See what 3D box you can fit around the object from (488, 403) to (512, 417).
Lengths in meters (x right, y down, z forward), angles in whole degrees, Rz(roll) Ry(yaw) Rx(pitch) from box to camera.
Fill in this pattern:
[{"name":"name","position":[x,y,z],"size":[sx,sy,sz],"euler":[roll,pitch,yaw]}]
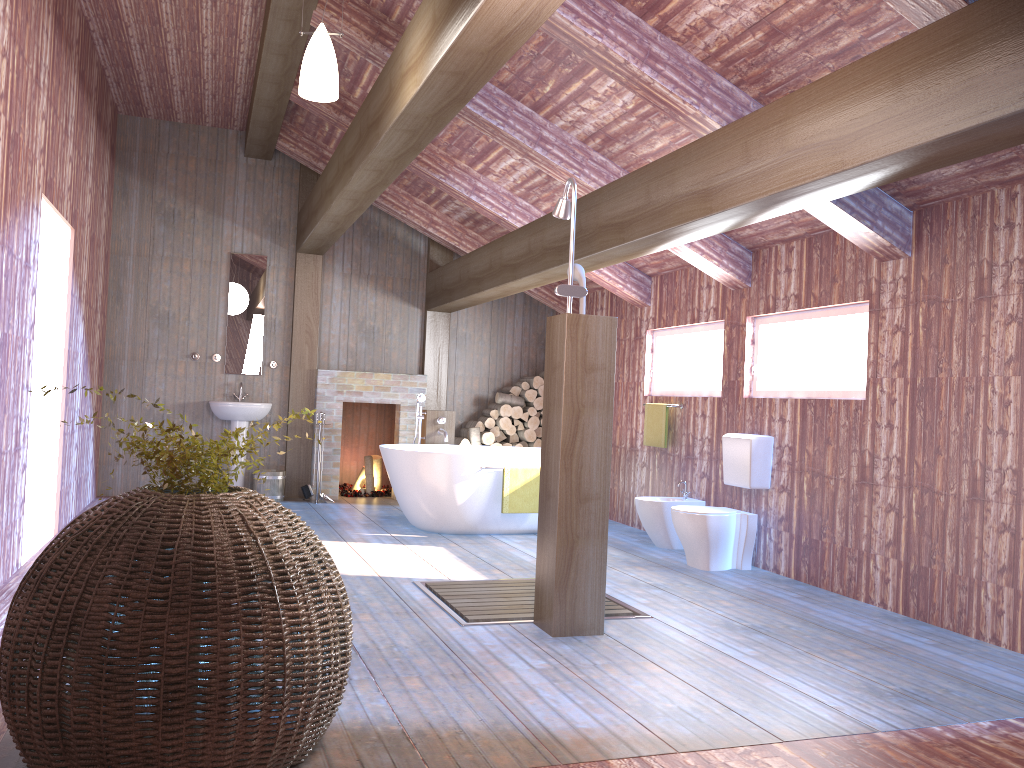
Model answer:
[{"name":"object","position":[-0.130,0.275,9.425],"size":[0.135,0.145,0.439],"euler":[3,-1,-19]}]

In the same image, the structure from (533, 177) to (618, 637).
[{"name":"structure","position":[0.315,0.070,4.307],"size":[0.328,2.209,0.522],"euler":[3,-1,1]}]

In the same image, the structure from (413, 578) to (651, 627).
[{"name":"structure","position":[0.065,1.184,4.789],"size":[1.000,0.067,1.000],"euler":[3,-1,-20]}]

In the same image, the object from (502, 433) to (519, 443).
[{"name":"object","position":[-0.027,0.576,9.561],"size":[0.104,0.127,0.321],"euler":[3,-1,-19]}]

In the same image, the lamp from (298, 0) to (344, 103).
[{"name":"lamp","position":[-0.838,-1.780,3.951],"size":[0.174,1.001,0.174],"euler":[4,-2,-39]}]

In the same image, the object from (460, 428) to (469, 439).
[{"name":"object","position":[-0.462,0.528,9.418],"size":[0.108,0.113,0.302],"euler":[3,-1,-19]}]

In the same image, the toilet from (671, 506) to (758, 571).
[{"name":"toilet","position":[1.331,1.048,6.022],"size":[0.534,0.400,0.375],"euler":[3,-1,-19]}]

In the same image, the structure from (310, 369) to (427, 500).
[{"name":"structure","position":[-1.477,0.540,9.130],"size":[1.130,1.330,0.226],"euler":[3,-1,-20]}]

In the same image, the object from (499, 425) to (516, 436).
[{"name":"object","position":[-0.056,0.480,9.442],"size":[0.115,0.123,0.291],"euler":[3,-1,-18]}]

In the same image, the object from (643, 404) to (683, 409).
[{"name":"object","position":[1.245,0.180,7.414],"size":[0.091,0.043,0.581],"euler":[3,-1,-19]}]

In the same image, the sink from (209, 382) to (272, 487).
[{"name":"sink","position":[-2.638,0.552,8.572],"size":[0.582,1.143,0.475],"euler":[3,-1,-20]}]

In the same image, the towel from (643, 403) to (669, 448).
[{"name":"towel","position":[1.202,0.345,7.404],"size":[0.032,0.361,0.370],"euler":[3,-1,-19]}]

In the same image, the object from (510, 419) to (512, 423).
[{"name":"object","position":[-0.051,0.394,9.431],"size":[0.057,0.061,0.156],"euler":[3,-1,-20]}]

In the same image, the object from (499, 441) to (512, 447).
[{"name":"object","position":[-0.101,0.670,9.433],"size":[0.114,0.120,0.303],"euler":[3,-1,-19]}]

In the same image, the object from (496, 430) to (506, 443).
[{"name":"object","position":[-0.166,0.554,9.509],"size":[0.128,0.150,0.323],"euler":[3,-1,-19]}]

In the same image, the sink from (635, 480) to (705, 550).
[{"name":"sink","position":[1.186,0.998,6.803],"size":[0.515,0.517,0.335],"euler":[3,-1,-19]}]

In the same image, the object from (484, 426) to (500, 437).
[{"name":"object","position":[-0.229,0.497,9.394],"size":[0.111,0.113,0.301],"euler":[3,-1,-20]}]

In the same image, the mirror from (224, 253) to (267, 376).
[{"name":"mirror","position":[-2.638,-0.690,8.799],"size":[0.350,1.199,0.009],"euler":[3,-1,-20]}]

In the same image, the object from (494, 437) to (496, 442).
[{"name":"object","position":[-0.227,0.578,9.395],"size":[0.064,0.068,0.174],"euler":[3,-1,-20]}]

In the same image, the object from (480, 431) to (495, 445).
[{"name":"object","position":[-0.313,0.558,9.355],"size":[0.138,0.147,0.440],"euler":[3,-1,-19]}]

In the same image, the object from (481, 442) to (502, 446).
[{"name":"object","position":[-0.240,0.671,9.396],"size":[0.139,0.148,0.458],"euler":[3,-1,-19]}]

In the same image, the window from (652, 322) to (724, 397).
[{"name":"window","position":[1.463,-0.184,7.257],"size":[0.054,0.587,1.255],"euler":[3,-1,-19]}]

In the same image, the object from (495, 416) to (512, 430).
[{"name":"object","position":[-0.146,0.411,9.412],"size":[0.141,0.143,0.437],"euler":[3,-1,-21]}]

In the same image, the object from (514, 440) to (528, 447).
[{"name":"object","position":[0.070,0.667,9.595],"size":[0.116,0.118,0.289],"euler":[3,-1,-22]}]

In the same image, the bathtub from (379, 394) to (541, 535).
[{"name":"bathtub","position":[-0.132,0.660,7.411],"size":[1.935,1.109,1.460],"euler":[3,-1,3]}]

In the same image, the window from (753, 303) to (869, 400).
[{"name":"window","position":[1.956,-0.192,5.791],"size":[0.054,0.587,1.255],"euler":[3,-1,-19]}]

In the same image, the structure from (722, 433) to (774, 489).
[{"name":"structure","position":[1.617,0.528,6.120],"size":[0.182,0.363,0.358],"euler":[3,-1,-19]}]

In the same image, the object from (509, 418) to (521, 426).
[{"name":"object","position":[0.015,0.407,9.470],"size":[0.088,0.092,0.280],"euler":[3,-1,-18]}]

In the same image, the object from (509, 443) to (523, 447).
[{"name":"object","position":[-0.003,0.671,9.463],"size":[0.098,0.100,0.437],"euler":[3,-1,-21]}]

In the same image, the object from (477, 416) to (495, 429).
[{"name":"object","position":[-0.274,0.405,9.362],"size":[0.115,0.123,0.291],"euler":[3,-1,-18]}]

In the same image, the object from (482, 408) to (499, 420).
[{"name":"object","position":[-0.224,0.317,9.396],"size":[0.106,0.112,0.282],"euler":[3,-1,-19]}]

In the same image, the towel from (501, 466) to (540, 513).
[{"name":"towel","position":[0.098,0.823,6.886],"size":[0.370,0.361,0.032],"euler":[3,-1,-23]}]

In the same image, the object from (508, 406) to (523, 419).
[{"name":"object","position":[-0.022,0.294,9.463],"size":[0.138,0.147,0.440],"euler":[3,-1,-19]}]

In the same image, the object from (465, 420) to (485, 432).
[{"name":"object","position":[-0.390,0.445,9.371],"size":[0.114,0.113,0.301],"euler":[3,-1,-22]}]
